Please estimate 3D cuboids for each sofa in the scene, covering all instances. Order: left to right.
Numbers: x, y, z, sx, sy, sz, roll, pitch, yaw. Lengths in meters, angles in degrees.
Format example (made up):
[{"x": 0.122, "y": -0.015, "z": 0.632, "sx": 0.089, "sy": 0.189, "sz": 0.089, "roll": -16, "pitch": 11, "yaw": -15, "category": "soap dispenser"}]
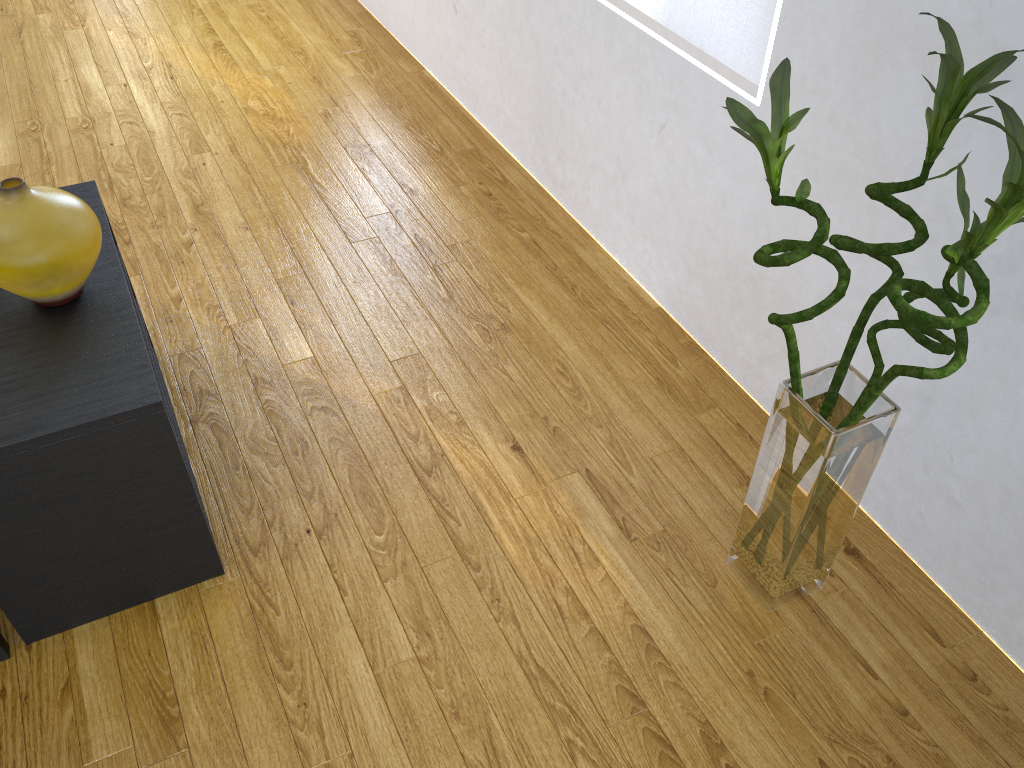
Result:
[{"x": -1.708, "y": 0.744, "z": 0.758, "sx": 5.320, "sy": 0.690, "sz": 9.599, "roll": -18, "pitch": 47, "yaw": -19, "category": "sofa"}]

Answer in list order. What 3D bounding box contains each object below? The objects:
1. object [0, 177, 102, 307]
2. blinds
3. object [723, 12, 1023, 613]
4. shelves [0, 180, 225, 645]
[{"x": -0.791, "y": -0.237, "z": 1.471, "sx": 0.207, "sy": 0.219, "sz": 0.204, "roll": 11, "pitch": 44, "yaw": 11, "category": "object"}, {"x": 0.322, "y": -1.563, "z": 1.226, "sx": 0.007, "sy": 2.144, "sz": 0.752, "roll": -19, "pitch": 47, "yaw": -19, "category": "blinds"}, {"x": 0.535, "y": -0.038, "z": 1.387, "sx": 0.481, "sy": 0.996, "sz": 0.376, "roll": 27, "pitch": 49, "yaw": 25, "category": "object"}, {"x": -0.856, "y": 0.020, "z": 1.691, "sx": 0.348, "sy": 0.458, "sz": 0.720, "roll": -18, "pitch": 47, "yaw": -19, "category": "shelves"}]
